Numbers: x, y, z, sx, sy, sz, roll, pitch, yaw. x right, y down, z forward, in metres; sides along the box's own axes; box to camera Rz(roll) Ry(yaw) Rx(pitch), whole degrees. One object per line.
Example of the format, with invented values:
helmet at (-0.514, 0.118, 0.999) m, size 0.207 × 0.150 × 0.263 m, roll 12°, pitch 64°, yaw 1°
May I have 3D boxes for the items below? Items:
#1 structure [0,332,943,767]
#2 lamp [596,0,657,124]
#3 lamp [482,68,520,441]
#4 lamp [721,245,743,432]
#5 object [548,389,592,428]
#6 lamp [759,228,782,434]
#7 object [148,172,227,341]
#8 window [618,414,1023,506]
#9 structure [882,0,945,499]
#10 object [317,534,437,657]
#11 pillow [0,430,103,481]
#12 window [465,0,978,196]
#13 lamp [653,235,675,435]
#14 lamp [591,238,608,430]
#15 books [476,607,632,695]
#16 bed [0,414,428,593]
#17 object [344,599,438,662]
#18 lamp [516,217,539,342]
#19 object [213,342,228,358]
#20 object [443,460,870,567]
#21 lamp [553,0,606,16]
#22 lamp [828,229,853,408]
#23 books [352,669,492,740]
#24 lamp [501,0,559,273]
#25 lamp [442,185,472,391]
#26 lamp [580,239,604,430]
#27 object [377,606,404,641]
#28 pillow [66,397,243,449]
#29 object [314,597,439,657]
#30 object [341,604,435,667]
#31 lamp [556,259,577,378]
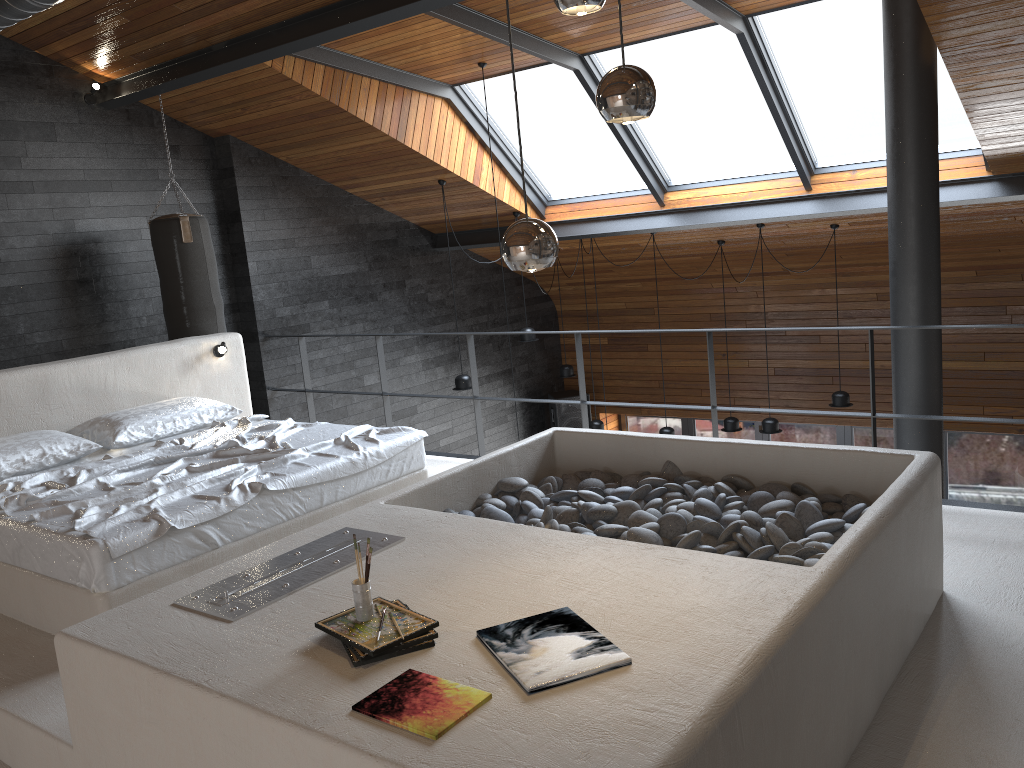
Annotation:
structure at (-0.911, 0.481, 3.856) m, size 4.614 × 1.120 × 2.635 m, roll 2°, pitch 12°, yaw 37°
lamp at (0.210, -1.354, 2.026) m, size 0.146 × 1.474 × 0.146 m, roll -9°, pitch 10°, yaw -21°
lamp at (-0.077, -0.915, 7.210) m, size 0.210 × 3.208 × 0.210 m, roll -11°, pitch 11°, yaw -29°
lamp at (2.093, -0.527, 8.675) m, size 0.210 × 2.002 × 0.210 m, roll -8°, pitch 10°, yaw -15°
object at (0.716, 1.264, 11.195) m, size 0.639 × 2.298 × 0.686 m, roll -8°, pitch 10°, yaw -14°
lamp at (2.315, -0.497, 8.097) m, size 0.210 × 1.911 × 0.210 m, roll -8°, pitch 10°, yaw -15°
object at (-2.427, -0.778, 6.671) m, size 0.442 × 1.602 × 0.445 m, roll -10°, pitch 10°, yaw -24°
window at (3.790, 1.054, 10.057) m, size 5.936 × 1.521 × 0.101 m, roll 2°, pitch 12°, yaw 37°
structure at (2.360, 0.370, 5.277) m, size 1.197 × 5.698 × 1.690 m, roll 2°, pitch 12°, yaw 37°
object at (-0.365, 0.522, 2.302) m, size 0.245 × 0.234 × 0.301 m, roll -12°, pitch 11°, yaw -32°
pillow at (-2.625, 0.376, 4.531) m, size 0.502 × 0.176 × 0.837 m, roll 2°, pitch 12°, yaw 37°
window at (1.487, -2.186, 6.998) m, size 3.818 × 1.031 × 1.213 m, roll 2°, pitch 12°, yaw 37°
lamp at (1.449, -0.445, 8.659) m, size 0.210 × 2.033 × 0.210 m, roll -8°, pitch 10°, yaw -15°
lamp at (0.865, -0.397, 8.700) m, size 0.210 × 2.272 × 0.210 m, roll -8°, pitch 10°, yaw -15°
books at (0.093, 0.639, 2.159) m, size 0.260 × 0.019 × 0.348 m, roll -9°, pitch 10°, yaw -21°
bed at (-1.735, 0.561, 4.505) m, size 2.011 × 0.484 × 1.826 m, roll 2°, pitch 12°, yaw 37°
object at (-0.342, 0.641, 2.322) m, size 0.207 × 0.013 × 0.276 m, roll -11°, pitch 11°, yaw -27°
lamp at (0.100, -1.018, 8.586) m, size 0.210 × 1.206 × 0.210 m, roll -8°, pitch 10°, yaw -15°
object at (-1.913, -0.221, 5.805) m, size 0.085 × 0.106 × 0.165 m, roll -10°, pitch 10°, yaw -24°
object at (0.508, 0.571, 3.511) m, size 1.842 × 0.246 × 1.436 m, roll 2°, pitch 12°, yaw 37°
lamp at (0.123, -1.553, 2.203) m, size 0.146 × 1.204 × 0.146 m, roll -9°, pitch 10°, yaw -21°
lamp at (2.882, -0.578, 7.847) m, size 0.210 × 1.565 × 0.210 m, roll -8°, pitch 10°, yaw -15°
books at (-0.199, 0.702, 1.958) m, size 0.251 × 0.013 × 0.188 m, roll 2°, pitch 12°, yaw 37°
lamp at (-0.035, -1.152, 2.098) m, size 0.146 × 1.771 × 0.146 m, roll -10°, pitch 11°, yaw -27°
lamp at (-0.534, -0.869, 8.045) m, size 0.210 × 1.853 × 0.210 m, roll -8°, pitch 10°, yaw -15°
lamp at (0.775, -0.504, 8.948) m, size 0.210 × 2.035 × 0.210 m, roll -8°, pitch 10°, yaw -15°
object at (-0.331, 0.626, 2.306) m, size 0.064 × 0.010 × 0.232 m, roll -8°, pitch 10°, yaw -16°
pillow at (-2.092, 0.207, 5.231) m, size 0.509 × 0.173 × 0.842 m, roll 2°, pitch 12°, yaw 37°
object at (-0.356, 0.629, 2.319) m, size 0.207 × 0.013 × 0.276 m, roll -14°, pitch 13°, yaw -41°
object at (-0.341, 0.654, 2.323) m, size 0.207 × 0.013 × 0.276 m, roll -9°, pitch 10°, yaw -21°
lamp at (0.538, -0.759, 9.604) m, size 0.210 × 1.369 × 0.210 m, roll -8°, pitch 10°, yaw -15°
